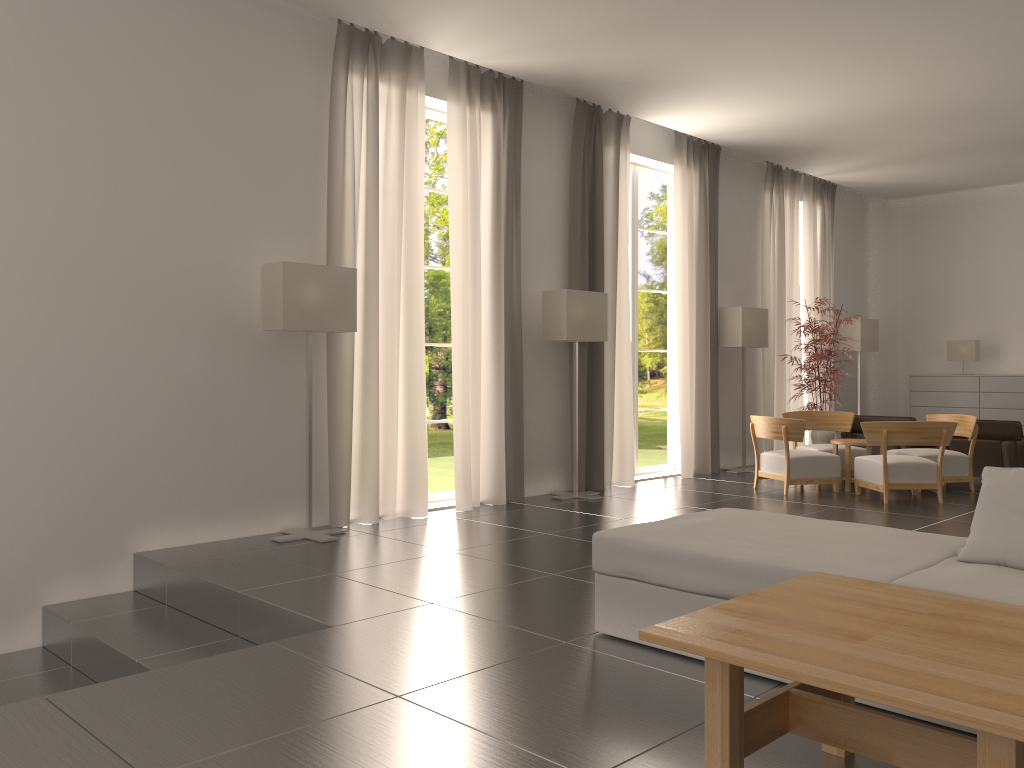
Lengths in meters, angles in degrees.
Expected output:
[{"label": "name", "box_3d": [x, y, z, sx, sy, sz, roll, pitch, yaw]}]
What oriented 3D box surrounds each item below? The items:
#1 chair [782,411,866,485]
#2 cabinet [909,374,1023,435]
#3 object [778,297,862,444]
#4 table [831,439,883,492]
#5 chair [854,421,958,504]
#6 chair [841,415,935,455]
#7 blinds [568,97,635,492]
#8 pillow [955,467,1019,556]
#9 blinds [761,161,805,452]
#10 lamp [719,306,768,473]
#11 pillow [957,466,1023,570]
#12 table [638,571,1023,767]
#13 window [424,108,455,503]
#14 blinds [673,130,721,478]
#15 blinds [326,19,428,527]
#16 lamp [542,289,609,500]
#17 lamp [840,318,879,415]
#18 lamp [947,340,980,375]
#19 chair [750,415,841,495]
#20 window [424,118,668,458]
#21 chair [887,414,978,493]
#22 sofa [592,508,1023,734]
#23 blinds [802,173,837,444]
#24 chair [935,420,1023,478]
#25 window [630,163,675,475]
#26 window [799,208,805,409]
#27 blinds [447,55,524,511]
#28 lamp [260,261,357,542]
[{"label": "chair", "box_3d": [5.624, 1.111, 15.811, 1.452, 1.227, 1.151, 0, 0, -10]}, {"label": "cabinet", "box_3d": [10.774, 0.728, 20.092, 1.040, 1.876, 3.080, 0, 0, -45]}, {"label": "object", "box_3d": [5.950, 0.010, 17.279, 1.489, 3.398, 1.770, 0, 0, 30]}, {"label": "table", "box_3d": [5.730, 1.339, 14.655, 0.870, 0.803, 0.870, 0, 0, -22]}, {"label": "chair", "box_3d": [5.911, 1.145, 13.486, 1.452, 1.227, 1.151, 0, 0, 0]}, {"label": "chair", "box_3d": [7.493, 1.154, 17.578, 1.499, 1.076, 1.538, 0, 1, -45]}, {"label": "blinds", "box_3d": [1.482, -1.479, 14.765, 1.549, 6.432, 0.415, 0, 0, -41]}, {"label": "pillow", "box_3d": [3.365, 0.847, 5.571, 0.549, 0.577, 0.919, 0, 1, -45]}, {"label": "blinds", "box_3d": [5.790, -1.537, 19.037, 1.549, 6.432, 0.415, 0, 0, -41]}, {"label": "lamp", "box_3d": [4.525, 0.112, 17.305, 1.000, 3.179, 0.908, 0, 0, -45]}, {"label": "pillow", "box_3d": [3.263, 0.827, 5.474, 0.801, 0.598, 0.585, 0, 0, 45]}, {"label": "table", "box_3d": [1.670, 1.472, 3.780, 1.600, 0.840, 1.600, -1, 1, -45]}, {"label": "window", "box_3d": [-1.537, -1.140, 12.626, 2.643, 5.751, 0.110, 0, 0, -45]}, {"label": "blinds", "box_3d": [3.495, -1.506, 16.759, 0.417, 6.433, 1.550, 0, 0, 41]}, {"label": "blinds", "box_3d": [-1.740, -1.435, 11.569, 1.549, 6.432, 0.415, 0, 0, -41]}, {"label": "lamp", "box_3d": [0.991, 0.160, 13.800, 1.000, 3.179, 0.908, 0, 0, -45]}, {"label": "lamp", "box_3d": [8.216, 0.062, 20.966, 1.000, 3.179, 0.908, 0, 0, -45]}, {"label": "lamp", "box_3d": [10.502, -0.616, 20.632, 0.309, 0.796, 0.619, 0, 0, -45]}, {"label": "chair", "box_3d": [4.589, 1.129, 14.512, 1.151, 1.227, 1.452, 0, 0, -20]}, {"label": "window", "box_3d": [16.923, -3.749, 15.273, 48.624, 20.583, 99.122, -1, 1, -45]}, {"label": "chair", "box_3d": [7.022, 1.127, 14.781, 1.151, 1.227, 1.452, 0, 0, -5]}, {"label": "sofa", "box_3d": [1.831, 1.280, 3.917, 5.604, 1.205, 5.525, -1, 1, -45]}, {"label": "blinds", "box_3d": [6.994, -1.553, 20.228, 0.417, 6.433, 1.550, 0, 0, 41]}, {"label": "chair", "box_3d": [8.751, 1.173, 16.309, 1.499, 1.076, 1.538, 0, 1, -45]}, {"label": "window", "box_3d": [2.217, -1.191, 16.349, 2.643, 5.751, 0.110, 0, 0, -45]}, {"label": "window", "box_3d": [5.970, -1.242, 20.072, 2.643, 5.751, 0.110, 0, 0, -45]}, {"label": "blinds", "box_3d": [-0.368, -1.454, 12.927, 0.417, 6.433, 1.550, 0, 0, 41]}, {"label": "lamp", "box_3d": [-2.389, 0.206, 10.448, 1.000, 3.179, 0.908, 0, 0, -45]}]
